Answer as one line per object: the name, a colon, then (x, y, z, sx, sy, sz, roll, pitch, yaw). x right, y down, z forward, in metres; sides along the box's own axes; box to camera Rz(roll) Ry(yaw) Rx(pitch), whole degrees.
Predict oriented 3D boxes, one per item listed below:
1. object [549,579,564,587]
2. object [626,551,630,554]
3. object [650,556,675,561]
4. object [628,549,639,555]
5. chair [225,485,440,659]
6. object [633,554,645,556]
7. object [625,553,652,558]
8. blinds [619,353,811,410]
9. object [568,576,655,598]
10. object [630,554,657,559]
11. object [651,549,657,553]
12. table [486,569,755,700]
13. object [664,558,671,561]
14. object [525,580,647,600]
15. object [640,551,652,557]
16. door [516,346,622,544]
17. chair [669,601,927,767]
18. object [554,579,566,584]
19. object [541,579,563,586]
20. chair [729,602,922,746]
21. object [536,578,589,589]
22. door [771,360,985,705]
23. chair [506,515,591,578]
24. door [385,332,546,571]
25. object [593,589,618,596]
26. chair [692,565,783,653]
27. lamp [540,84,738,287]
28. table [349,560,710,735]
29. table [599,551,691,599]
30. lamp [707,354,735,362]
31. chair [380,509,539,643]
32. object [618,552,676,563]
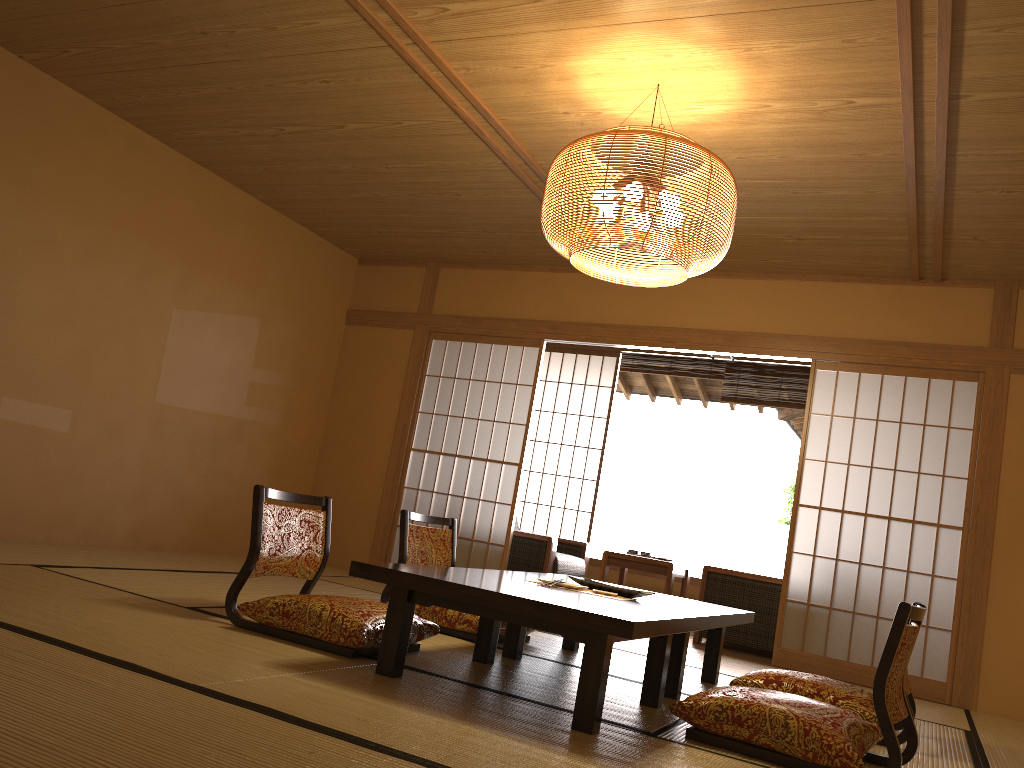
object: (0.178, 0.788, 3.511, 0.006, 0.030, 0.230, 8, -9, 18)
object: (0.886, 1.289, 6.774, 0.015, 0.018, 0.050, 13, -9, -21)
object: (1.131, 1.321, 6.688, 0.131, 0.015, 0.181, 13, -9, -18)
object: (0.938, 1.301, 6.854, 0.084, 0.037, 0.084, 16, -11, -35)
chair: (-0.676, 0.740, 3.533, 0.698, 0.545, 0.584, 6, -9, 25)
object: (0.948, 1.288, 6.726, 0.130, 0.026, 0.038, 8, -9, 11)
object: (0.955, 1.292, 6.677, 0.230, 0.007, 0.006, 8, -9, 16)
blinds: (1.857, -0.133, 7.710, 1.930, 0.593, 0.048, 6, -9, 26)
object: (0.409, 0.850, 3.684, 0.349, 0.039, 0.129, 3, -11, 39)
object: (0.976, 1.292, 6.649, 0.230, 0.007, 0.006, 7, -9, 22)
object: (1.057, 1.294, 6.819, 0.117, 0.068, 0.038, 11, -8, -8)
table: (0.495, 1.128, 4.048, 0.994, 0.356, 0.998, 6, -10, 26)
object: (1.149, 1.304, 6.572, 0.050, 0.018, 0.015, 8, -8, 13)
object: (0.313, 0.846, 3.636, 0.400, 0.003, 0.400, 6, -10, 26)
object: (1.028, 1.311, 6.812, 0.084, 0.037, 0.084, 7, -9, 18)
door: (0.393, 0.573, 8.176, 0.991, 1.868, 0.040, 6, -9, 26)
chair: (0.963, 0.934, 2.916, 0.686, 0.545, 0.584, 5, -10, 30)
object: (0.193, 0.802, 3.579, 0.050, 0.018, 0.015, 6, -9, 23)
object: (0.161, 0.786, 3.515, 0.006, 0.030, 0.230, 7, -9, 24)
chair: (1.314, 1.117, 3.675, 0.698, 0.545, 0.584, 6, -9, 25)
object: (0.204, 0.811, 3.588, 0.180, 0.014, 0.130, 5, -10, 28)
door: (2.212, 0.834, 5.377, 0.991, 1.929, 0.040, 6, -9, 26)
chair: (0.071, 1.327, 7.123, 0.943, 0.777, 0.875, 6, -9, 26)
door: (-0.363, 0.576, 6.648, 0.991, 1.929, 0.040, 6, -9, 26)
object: (0.372, 0.837, 3.544, 0.099, 0.012, 0.067, 9, -9, 10)
chair: (1.852, 1.505, 6.244, 0.943, 0.777, 0.875, 6, -9, 26)
lamp: (0.551, -0.878, 3.714, 0.801, 0.823, 0.798, 17, -11, -39)
table: (0.082, 0.914, 3.165, 0.994, 0.356, 0.998, 6, -10, 26)
table: (0.990, 1.560, 6.681, 0.540, 0.499, 0.542, 6, -9, 26)
lamp: (1.645, -0.521, 6.784, 0.330, 0.680, 0.331, 6, -9, 26)
chair: (-0.229, 0.973, 4.501, 0.686, 0.545, 0.584, 5, -10, 30)
object: (1.034, 1.316, 6.714, 0.400, 0.003, 0.301, 6, -10, 26)
